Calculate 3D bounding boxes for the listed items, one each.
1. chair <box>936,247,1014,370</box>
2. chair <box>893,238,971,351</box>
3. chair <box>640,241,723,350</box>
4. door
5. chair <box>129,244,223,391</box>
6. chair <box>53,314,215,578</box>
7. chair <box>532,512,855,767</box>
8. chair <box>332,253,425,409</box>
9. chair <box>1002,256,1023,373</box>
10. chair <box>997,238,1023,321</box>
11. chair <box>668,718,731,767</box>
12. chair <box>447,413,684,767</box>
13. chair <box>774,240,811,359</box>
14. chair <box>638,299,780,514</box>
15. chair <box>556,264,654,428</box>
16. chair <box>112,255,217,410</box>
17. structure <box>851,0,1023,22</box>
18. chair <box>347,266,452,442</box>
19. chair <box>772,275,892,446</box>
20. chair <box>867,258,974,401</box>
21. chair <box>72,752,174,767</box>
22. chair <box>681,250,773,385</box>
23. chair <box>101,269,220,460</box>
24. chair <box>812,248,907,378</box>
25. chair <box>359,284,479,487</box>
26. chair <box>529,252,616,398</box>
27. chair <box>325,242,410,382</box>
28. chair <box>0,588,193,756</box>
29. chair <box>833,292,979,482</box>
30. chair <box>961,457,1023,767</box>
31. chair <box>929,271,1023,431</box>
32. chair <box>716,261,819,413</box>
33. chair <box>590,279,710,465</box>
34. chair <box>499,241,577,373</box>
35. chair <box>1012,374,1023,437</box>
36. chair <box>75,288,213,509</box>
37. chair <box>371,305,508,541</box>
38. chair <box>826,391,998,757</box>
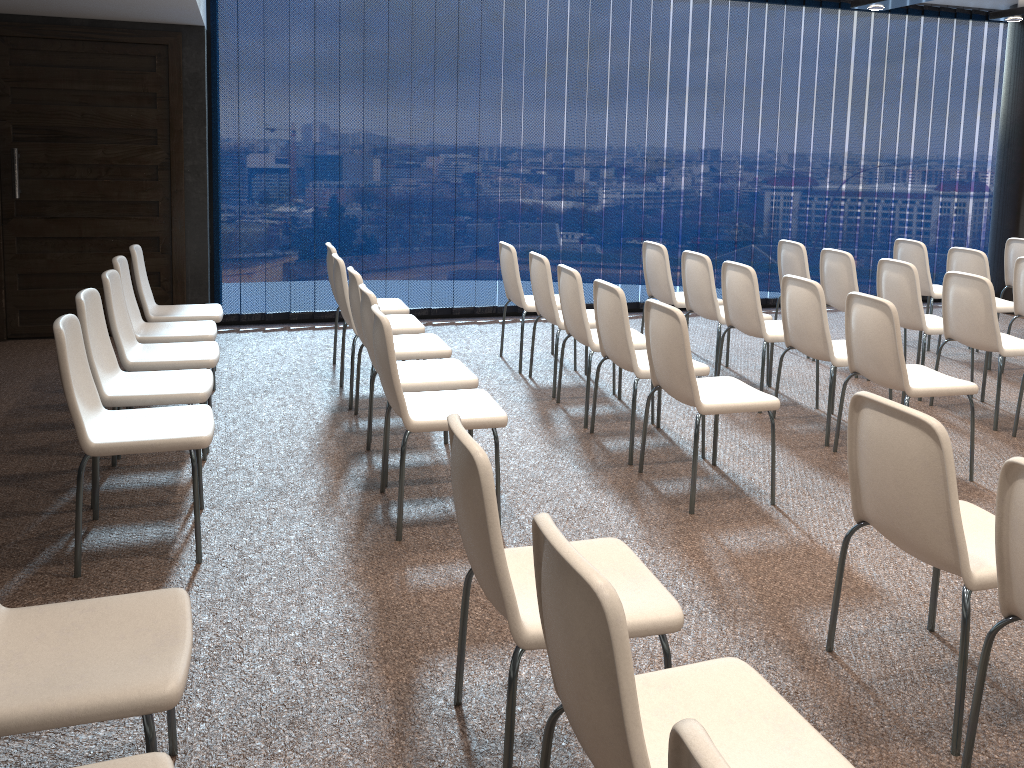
[{"bbox_3d":[3.717,-0.624,6.864,0.558,0.882,0.543,-1,9,-18],"label":"chair"},{"bbox_3d":[3.552,-0.786,7.453,0.558,0.882,0.543,-1,9,-15],"label":"chair"},{"bbox_3d":[1.289,-0.647,6.721,0.558,0.882,0.543,-1,9,-18],"label":"chair"},{"bbox_3d":[-3.288,-1.545,6.808,1.401,2.358,0.274,-1,7,-17],"label":"door"},{"bbox_3d":[-2.162,-0.453,5.671,0.558,0.882,0.543,-1,9,-18],"label":"chair"},{"bbox_3d":[-1.448,0.176,3.403,0.558,0.882,0.543,-2,9,-18],"label":"chair"},{"bbox_3d":[0.322,0.691,1.660,0.558,0.882,0.543,-2,9,-18],"label":"chair"},{"bbox_3d":[-0.842,-0.367,5.478,0.558,0.882,0.543,-1,9,-17],"label":"chair"},{"bbox_3d":[3.918,-0.464,6.293,0.558,0.882,0.543,-1,9,-17],"label":"chair"},{"bbox_3d":[4.707,-0.853,7.810,0.558,0.882,0.543,-1,9,-18],"label":"chair"},{"bbox_3d":[0.481,0.856,1.064,0.558,0.882,0.543,-2,10,-18],"label":"chair"},{"bbox_3d":[0.111,0.527,2.250,0.558,0.882,0.543,-1,9,-15],"label":"chair"},{"bbox_3d":[2.443,-0.715,7.081,0.558,0.882,0.543,-1,9,-15],"label":"chair"},{"bbox_3d":[0.906,0.051,4.091,0.558,0.882,0.543,-1,9,-17],"label":"chair"},{"bbox_3d":[0.552,-0.264,5.229,0.558,0.882,0.543,-1,9,-15],"label":"chair"},{"bbox_3d":[-2.014,-0.299,5.114,0.558,0.882,0.543,-1,9,-17],"label":"chair"},{"bbox_3d":[5.967,-2.591,4.708,13.159,0.225,8.281,-3,16,-17],"label":"structure"},{"bbox_3d":[-0.639,-0.207,4.903,0.558,0.882,0.543,-1,9,-18],"label":"chair"},{"bbox_3d":[1.841,-0.178,5.030,0.558,0.882,0.543,-1,9,-17],"label":"chair"},{"bbox_3d":[2.791,-0.406,5.969,0.558,0.882,0.543,-1,9,-16],"label":"chair"},{"bbox_3d":[-0.799,0.755,1.315,0.558,0.882,0.543,-2,9,-18],"label":"chair"},{"bbox_3d":[1.478,-0.485,6.137,0.558,0.882,0.543,-2,9,-18],"label":"chair"},{"bbox_3d":[-1.815,-0.146,4.563,0.558,0.882,0.543,-1,9,-17],"label":"chair"},{"bbox_3d":[2.592,-0.560,6.520,0.558,0.882,0.543,-1,9,-16],"label":"chair"},{"bbox_3d":[-0.470,-0.043,4.309,0.558,0.882,0.543,-1,9,-18],"label":"chair"},{"bbox_3d":[0.393,-0.428,5.823,0.558,0.882,0.543,-1,9,-16],"label":"chair"},{"bbox_3d":[-1.005,-0.529,6.063,0.558,0.882,0.543,-1,9,-17],"label":"chair"},{"bbox_3d":[-0.988,0.593,1.898,0.558,0.882,0.543,-1,9,-18],"label":"chair"},{"bbox_3d":[1.995,-0.018,4.454,0.558,0.882,0.543,-1,9,-15],"label":"chair"},{"bbox_3d":[1.439,0.621,2.029,0.558,0.882,0.543,-1,9,-15],"label":"chair"},{"bbox_3d":[2.955,-0.244,5.383,0.558,0.882,0.543,-1,9,-17],"label":"chair"},{"bbox_3d":[1.634,-0.339,5.609,0.558,0.882,0.543,-1,9,-17],"label":"chair"},{"bbox_3d":[0.718,-0.110,4.670,0.558,0.882,0.543,-1,9,-17],"label":"chair"},{"bbox_3d":[0.184,-0.591,6.408,0.558,0.882,0.543,-1,9,-16],"label":"chair"},{"bbox_3d":[3.158,-0.084,4.807,0.558,0.882,0.543,-2,9,-18],"label":"chair"},{"bbox_3d":[-1.652,0.015,3.982,0.558,0.882,0.543,-1,9,-15],"label":"chair"},{"bbox_3d":[-0.323,0.110,3.754,0.558,0.882,0.543,-1,9,-15],"label":"chair"},{"bbox_3d":[1.292,0.468,2.582,0.558,0.882,0.543,-2,10,-19],"label":"chair"}]
